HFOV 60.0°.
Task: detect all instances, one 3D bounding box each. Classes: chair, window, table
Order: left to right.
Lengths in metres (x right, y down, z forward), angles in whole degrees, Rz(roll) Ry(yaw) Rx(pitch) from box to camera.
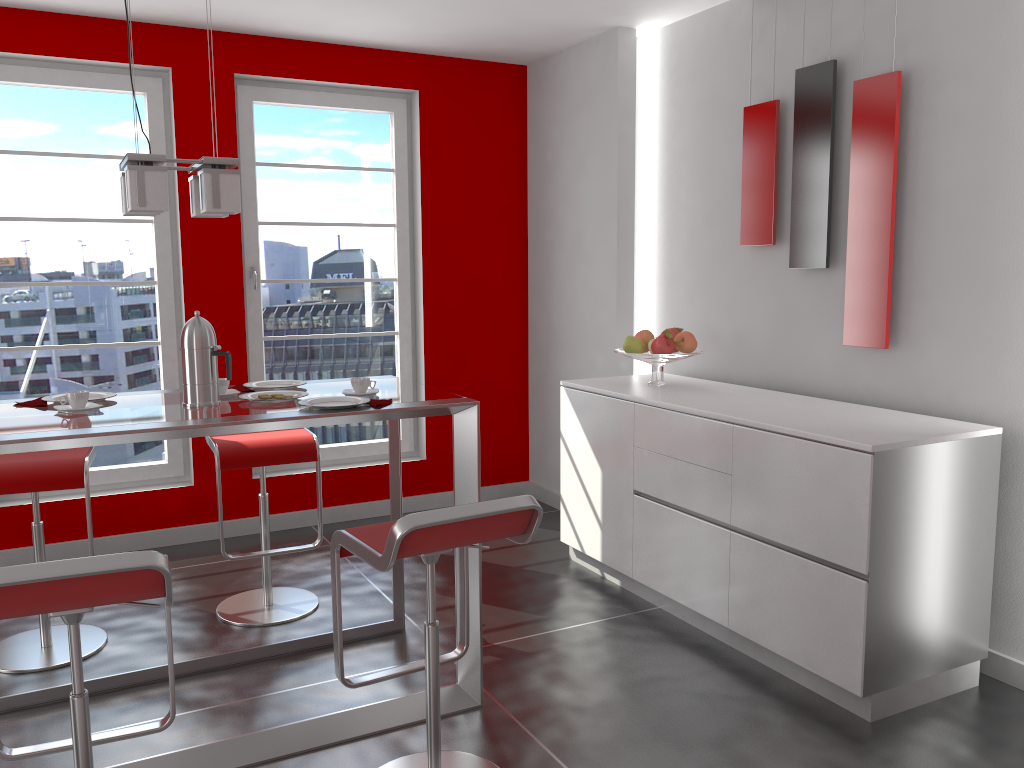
[{"bbox_3d":[-1.763,0.570,3.307,0.418,0.857,0.460,-3,8,-20],"label":"chair"},{"bbox_3d":[-2.163,-0.493,4.362,0.938,2.038,0.117,-4,8,-27],"label":"window"},{"bbox_3d":[-0.943,0.740,1.935,0.418,0.857,0.460,-3,8,-23],"label":"chair"},{"bbox_3d":[-1.035,0.561,2.772,1.700,1.000,0.800,-4,8,-27],"label":"table"},{"bbox_3d":[-1.039,0.513,3.703,0.418,0.857,0.460,-4,8,-25],"label":"chair"},{"bbox_3d":[-1.010,-0.578,4.957,0.938,2.038,0.117,-4,8,-27],"label":"window"},{"bbox_3d":[-0.199,0.686,2.313,0.418,0.857,0.460,-5,9,-32],"label":"chair"}]

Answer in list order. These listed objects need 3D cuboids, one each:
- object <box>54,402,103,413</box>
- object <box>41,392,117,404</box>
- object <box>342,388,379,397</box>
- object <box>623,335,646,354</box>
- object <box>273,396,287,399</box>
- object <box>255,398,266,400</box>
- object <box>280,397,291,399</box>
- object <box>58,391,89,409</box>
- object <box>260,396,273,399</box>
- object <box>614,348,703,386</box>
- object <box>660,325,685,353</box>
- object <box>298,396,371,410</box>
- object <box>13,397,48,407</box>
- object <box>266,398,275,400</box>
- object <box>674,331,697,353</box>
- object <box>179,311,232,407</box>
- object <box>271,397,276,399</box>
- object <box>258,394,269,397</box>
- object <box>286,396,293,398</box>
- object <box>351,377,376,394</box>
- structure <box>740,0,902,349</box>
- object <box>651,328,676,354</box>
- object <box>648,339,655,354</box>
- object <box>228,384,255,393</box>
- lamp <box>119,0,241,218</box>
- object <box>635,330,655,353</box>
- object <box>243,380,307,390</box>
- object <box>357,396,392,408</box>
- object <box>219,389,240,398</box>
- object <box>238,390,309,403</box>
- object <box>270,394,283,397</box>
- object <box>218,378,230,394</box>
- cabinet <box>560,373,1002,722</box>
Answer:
[{"bbox_3d":[-1.280,0.072,2.620,0.119,0.016,0.119,6,10,42],"label":"object"},{"bbox_3d":[-1.371,0.047,2.812,0.217,0.015,0.217,-1,7,-3],"label":"object"},{"bbox_3d":[-0.495,0.030,2.899,0.119,0.016,0.119,-1,7,-8],"label":"object"},{"bbox_3d":[0.548,-0.173,3.971,0.100,0.086,0.083,3,8,22],"label":"object"},{"bbox_3d":[-0.729,0.041,2.786,0.034,0.006,0.036,-6,9,-39],"label":"object"},{"bbox_3d":[-0.790,0.048,2.779,0.034,0.006,0.036,-1,7,-6],"label":"object"},{"bbox_3d":[-0.711,0.046,2.791,0.036,0.006,0.034,-4,8,-27],"label":"object"},{"bbox_3d":[-1.288,0.048,2.616,0.078,0.049,0.062,-1,7,-5],"label":"object"},{"bbox_3d":[-0.771,0.042,2.782,0.036,0.006,0.034,-1,7,-4],"label":"object"},{"bbox_3d":[0.660,-0.075,4.016,0.398,0.159,0.398,3,8,22],"label":"object"},{"bbox_3d":[0.733,-0.209,4.078,0.117,0.129,0.150,2,8,20],"label":"object"},{"bbox_3d":[-0.534,0.059,2.670,0.217,0.015,0.217,1,7,9],"label":"object"},{"bbox_3d":[-1.495,0.057,2.751,0.095,0.012,0.234,-4,8,-29],"label":"object"},{"bbox_3d":[-0.747,0.050,2.764,0.036,0.006,0.034,-4,8,-28],"label":"object"},{"bbox_3d":[0.782,-0.186,3.961,0.097,0.101,0.121,6,10,41],"label":"object"},{"bbox_3d":[-0.938,-0.081,2.713,0.149,0.287,0.113,-3,8,-19],"label":"object"},{"bbox_3d":[-0.754,0.045,2.800,0.036,0.006,0.034,-2,7,-10],"label":"object"},{"bbox_3d":[-0.790,0.037,2.818,0.034,0.006,0.036,-2,8,-15],"label":"object"},{"bbox_3d":[-0.720,0.041,2.827,0.036,0.006,0.034,-7,10,-43],"label":"object"},{"bbox_3d":[-0.488,0.005,2.900,0.078,0.049,0.062,-4,8,-28],"label":"object"},{"bbox_3d":[1.208,-0.920,3.562,0.040,1.503,0.820,-4,8,-27],"label":"structure"},{"bbox_3d":[0.661,-0.185,3.909,0.097,0.133,0.117,-6,9,-38],"label":"object"},{"bbox_3d":[0.662,-0.168,4.032,0.086,0.079,0.084,0,7,1],"label":"object"},{"bbox_3d":[-0.952,0.016,3.039,0.095,0.012,0.234,-4,8,-29],"label":"object"},{"bbox_3d":[-0.997,-1.017,2.593,0.304,1.025,0.304,-4,8,-27],"label":"lamp"},{"bbox_3d":[0.613,-0.198,4.100,0.096,0.105,0.117,0,7,2],"label":"object"},{"bbox_3d":[-0.828,0.006,3.099,0.217,0.015,0.217,5,9,38],"label":"object"},{"bbox_3d":[-0.409,0.052,2.728,0.095,0.012,0.234,-4,8,-27],"label":"object"},{"bbox_3d":[-0.955,0.033,2.903,0.119,0.016,0.119,-5,8,-30],"label":"object"},{"bbox_3d":[-0.755,0.042,2.811,0.217,0.015,0.217,1,7,10],"label":"object"},{"bbox_3d":[-0.749,0.036,2.823,0.036,0.006,0.034,1,7,10],"label":"object"},{"bbox_3d":[-0.963,0.009,2.902,0.078,0.049,0.062,1,8,12],"label":"object"},{"bbox_3d":[0.920,0.499,3.608,0.610,0.880,1.802,-4,8,-27],"label":"cabinet"}]
